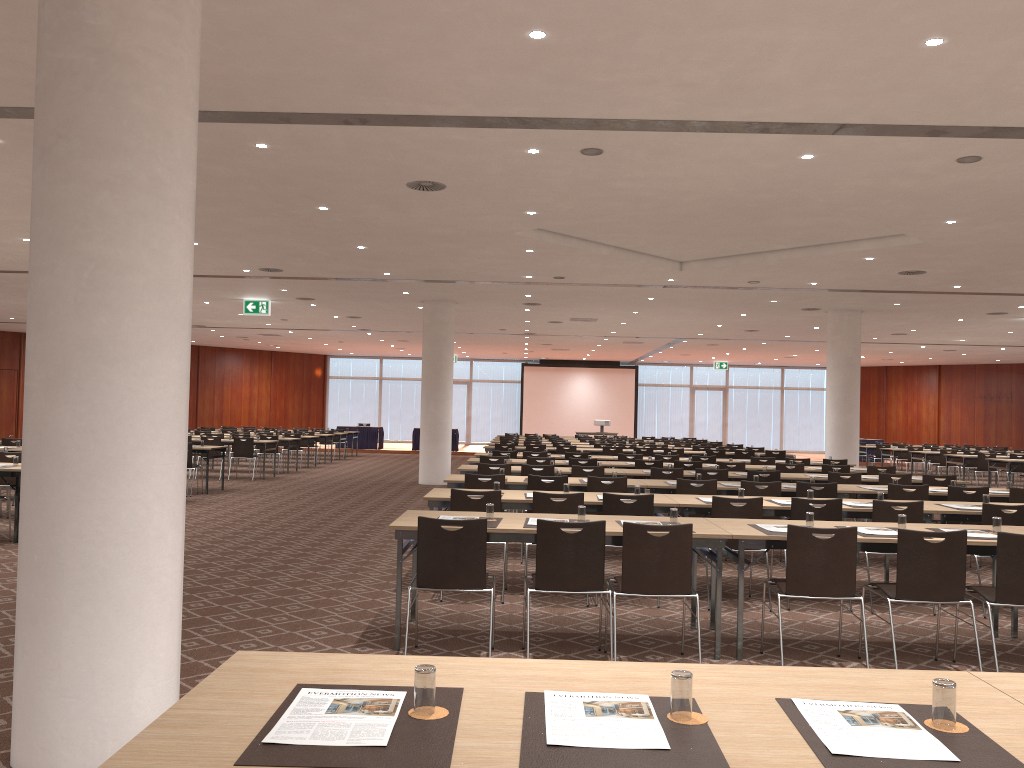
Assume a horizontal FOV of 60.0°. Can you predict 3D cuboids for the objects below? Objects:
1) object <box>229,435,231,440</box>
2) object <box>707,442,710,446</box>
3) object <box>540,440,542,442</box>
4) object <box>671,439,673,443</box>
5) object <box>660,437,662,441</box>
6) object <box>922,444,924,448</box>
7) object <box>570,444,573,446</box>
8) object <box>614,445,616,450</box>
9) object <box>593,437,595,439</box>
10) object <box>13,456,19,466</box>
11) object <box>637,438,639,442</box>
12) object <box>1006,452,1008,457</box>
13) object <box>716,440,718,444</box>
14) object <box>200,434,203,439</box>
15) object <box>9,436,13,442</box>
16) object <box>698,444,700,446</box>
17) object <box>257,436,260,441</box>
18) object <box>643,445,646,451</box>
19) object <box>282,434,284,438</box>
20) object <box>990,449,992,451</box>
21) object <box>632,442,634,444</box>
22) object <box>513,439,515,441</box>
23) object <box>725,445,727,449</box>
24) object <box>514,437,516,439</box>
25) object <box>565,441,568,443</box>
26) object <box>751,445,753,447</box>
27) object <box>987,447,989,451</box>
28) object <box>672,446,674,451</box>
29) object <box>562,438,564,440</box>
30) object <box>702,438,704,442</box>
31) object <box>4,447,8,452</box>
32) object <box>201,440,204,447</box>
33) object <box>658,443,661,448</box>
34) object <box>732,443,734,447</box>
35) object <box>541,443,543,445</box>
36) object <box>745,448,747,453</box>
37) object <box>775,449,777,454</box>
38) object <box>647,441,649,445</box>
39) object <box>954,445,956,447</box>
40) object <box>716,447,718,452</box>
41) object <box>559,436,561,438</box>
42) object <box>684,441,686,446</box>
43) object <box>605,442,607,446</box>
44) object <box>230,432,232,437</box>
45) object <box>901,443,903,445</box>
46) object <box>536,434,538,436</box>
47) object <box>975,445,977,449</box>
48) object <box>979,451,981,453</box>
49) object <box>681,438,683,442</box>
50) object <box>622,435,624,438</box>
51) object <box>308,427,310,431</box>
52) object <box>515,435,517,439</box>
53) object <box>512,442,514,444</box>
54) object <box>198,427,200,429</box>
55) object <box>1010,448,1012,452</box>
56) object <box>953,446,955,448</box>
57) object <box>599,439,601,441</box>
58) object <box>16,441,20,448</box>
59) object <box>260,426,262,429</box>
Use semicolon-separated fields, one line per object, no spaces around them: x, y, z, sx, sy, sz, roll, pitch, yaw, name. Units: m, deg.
-6.321;1.200;19.886;0.054;0.114;0.054;2;-2;-33;object
5.255;1.612;23.721;0.054;0.114;0.054;0;-2;35;object
0.703;1.435;21.775;0.054;0.114;0.054;2;-2;-33;object
4.647;1.662;25.723;0.054;0.114;0.054;0;-2;35;object
4.666;1.728;27.726;0.054;0.114;0.054;0;-2;35;object
12.798;1.925;27.615;0.054;0.114;0.054;2;-1;-10;object
1.323;1.385;19.765;0.054;0.114;0.054;0;-2;35;object
2.291;1.408;19.749;0.054;0.114;0.054;2;-2;-33;object
2.373;1.607;25.756;0.054;0.114;0.054;0;-2;35;object
-5.811;0.901;10.384;0.054;0.114;0.054;2;-1;-10;object
3.666;1.638;25.737;0.054;0.114;0.054;0;-2;35;object
12.072;1.711;21.626;0.054;0.114;0.054;2;-2;-33;object
5.942;1.693;25.704;0.054;0.114;0.054;2;-2;-33;object
-6.973;1.184;19.898;0.054;0.114;0.054;2;-2;-33;object
-9.282;1.014;16.430;0.054;0.114;0.054;0;-2;35;object
4.586;1.529;21.717;0.054;0.114;0.054;0;-2;35;object
-5.685;1.215;19.865;0.054;0.114;0.054;2;-2;-33;object
2.946;1.425;19.750;0.054;0.114;0.054;2;-2;-33;object
-5.639;1.282;21.862;0.054;0.114;0.054;2;-2;-33;object
12.755;1.793;23.609;0.054;0.114;0.054;2;-1;-10;object
2.973;1.490;21.743;0.054;0.114;0.054;2;-2;-33;object
0.049;1.420;21.796;0.054;0.114;0.054;2;-2;-33;object
5.243;1.546;21.719;0.054;0.114;0.054;0;-2;35;object
0.075;1.486;23.784;0.054;0.114;0.054;2;-2;-33;object
1.338;1.451;21.775;0.054;0.114;0.054;2;-2;-33;object
5.877;1.561;21.705;0.054;0.114;0.054;2;-2;-33;object
13.739;1.883;25.598;0.054;0.114;0.054;2;-2;-33;object
3.587;1.440;19.738;0.054;0.114;0.054;2;-2;-33;object
1.379;1.517;23.769;0.054;0.114;0.054;0;-2;35;object
5.964;1.760;27.712;0.054;0.114;0.054;2;-2;-33;object
-7.070;0.936;12.387;0.054;0.114;0.054;1;-1;12;object
-5.715;1.100;16.368;0.054;0.114;0.054;2;-1;-10;object
3.616;1.506;21.738;0.054;0.114;0.054;2;-2;-33;object
5.905;1.627;23.701;0.054;0.114;0.054;2;-2;-33;object
0.670;1.370;19.789;0.054;0.114;0.054;0;-2;35;object
5.202;1.479;19.715;0.054;0.114;0.054;0;-2;35;object
5.865;1.495;19.701;0.054;0.114;0.054;2;-2;-33;object
3.635;1.572;23.740;0.054;0.114;0.054;0;-2;35;object
13.775;1.949;27.588;0.054;0.114;0.054;2;-2;-33;object
4.565;1.464;19.729;0.054;0.114;0.054;0;-2;35;object
1.392;1.584;25.780;0.054;0.114;0.054;0;-2;35;object
4.621;1.596;23.729;0.054;0.114;0.054;0;-2;35;object
2.312;1.475;21.762;0.054;0.114;0.054;2;-2;-33;object
-6.939;1.251;21.896;0.054;0.114;0.054;2;-2;-33;object
12.146;1.909;27.616;0.054;0.114;0.054;2;-1;-10;object
0.783;1.634;27.778;0.054;0.114;0.054;0;-2;35;object
14.421;1.965;27.585;0.054;0.114;0.054;2;-2;-33;object
11.413;1.695;21.631;0.054;0.114;0.054;2;-2;-33;object
5.307;1.744;27.716;0.054;0.114;0.054;0;-2;35;object
3.717;1.771;29.744;0.054;0.114;0.054;0;-2;35;object
-6.833;1.515;29.882;0.054;0.114;0.054;2;-1;-10;object
0.108;1.552;25.783;0.054;0.114;0.054;2;-2;-33;object
0.017;1.354;19.799;0.054;0.114;0.054;2;-2;-33;object
-9.160;1.327;25.915;0.054;0.114;0.054;2;-2;-33;object
14.390;1.898;25.578;0.054;0.114;0.054;2;-2;-33;object
12.771;1.859;25.607;0.054;0.114;0.054;2;-1;-10;object
2.344;1.541;23.751;0.054;0.114;0.054;0;-2;35;object
-8.017;0.979;14.402;0.054;0.114;0.054;2;-2;-33;object
-8.466;1.475;29.900;0.054;0.114;0.054;2;-2;-33;object
